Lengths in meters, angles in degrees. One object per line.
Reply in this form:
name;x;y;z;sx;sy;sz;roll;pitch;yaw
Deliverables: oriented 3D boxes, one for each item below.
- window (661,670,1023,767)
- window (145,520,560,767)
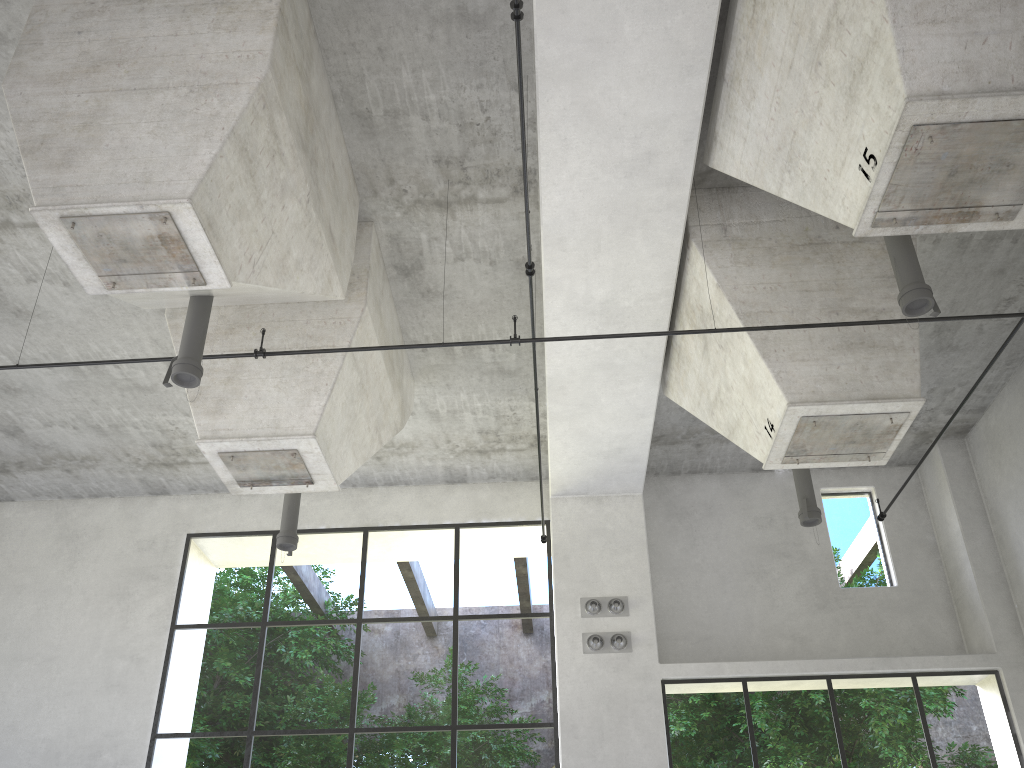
window;4.355;5.981;10.867;4.561;4.606;0.021;-2;-30;2
window;-2.296;5.540;12.446;5.962;7.389;0.071;-2;-30;2
